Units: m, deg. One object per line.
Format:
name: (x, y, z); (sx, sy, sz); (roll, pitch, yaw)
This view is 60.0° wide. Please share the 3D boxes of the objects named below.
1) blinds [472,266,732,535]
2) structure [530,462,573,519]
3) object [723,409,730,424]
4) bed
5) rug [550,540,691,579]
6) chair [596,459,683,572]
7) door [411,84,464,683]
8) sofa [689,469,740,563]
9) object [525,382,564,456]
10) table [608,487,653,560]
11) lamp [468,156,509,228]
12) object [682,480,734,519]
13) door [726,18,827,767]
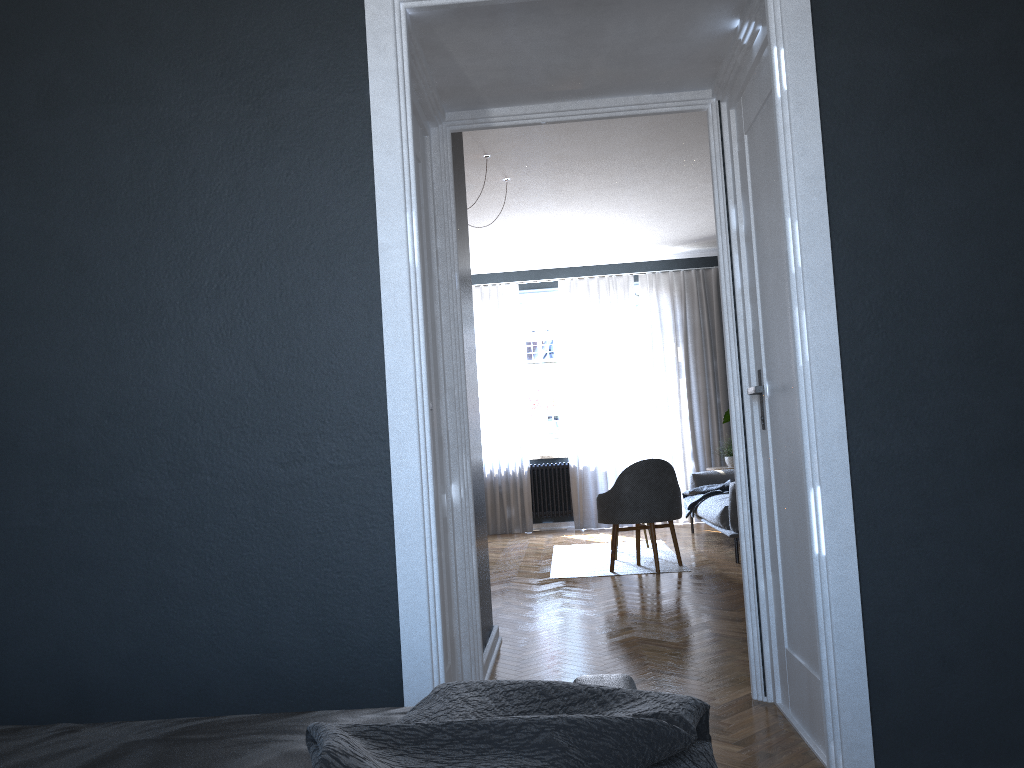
blinds: (0.516, 0.220, 9.889); (3.993, 2.786, 0.312); (-4, -3, 3)
structure: (-0.109, 1.222, 9.940); (1.846, 0.600, 0.216); (-4, -3, 3)
object: (1.661, 0.212, 4.234); (1.118, 1.897, 0.764); (-4, -3, -3)
bed: (-0.926, 0.487, 0.593); (2.375, 1.161, 2.267); (-4, -4, 3)
rug: (0.830, 1.424, 7.286); (1.003, 0.013, 2.013); (-4, -4, 3)
chair: (0.982, 0.951, 6.501); (0.645, 0.810, 0.495); (-3, -4, -18)
door: (-0.306, 0.089, 2.851); (0.162, 2.185, 0.857); (-4, -3, 3)
sofa: (2.094, 0.962, 7.576); (0.970, 0.797, 2.342); (-4, -4, 3)
object: (0.284, 0.399, 9.984); (0.514, 0.809, 0.600); (-2, -4, -22)
table: (0.992, 1.149, 7.425); (0.339, 0.549, 0.788); (-4, -4, 3)
lamp: (-0.607, -0.738, 6.838); (1.592, 1.573, 0.583); (-6, -4, 34)
object: (1.825, 1.045, 8.168); (0.490, 0.329, 0.667); (-4, -4, 8)
door: (0.873, 0.008, 2.782); (0.162, 2.185, 0.857); (-4, -3, 3)
